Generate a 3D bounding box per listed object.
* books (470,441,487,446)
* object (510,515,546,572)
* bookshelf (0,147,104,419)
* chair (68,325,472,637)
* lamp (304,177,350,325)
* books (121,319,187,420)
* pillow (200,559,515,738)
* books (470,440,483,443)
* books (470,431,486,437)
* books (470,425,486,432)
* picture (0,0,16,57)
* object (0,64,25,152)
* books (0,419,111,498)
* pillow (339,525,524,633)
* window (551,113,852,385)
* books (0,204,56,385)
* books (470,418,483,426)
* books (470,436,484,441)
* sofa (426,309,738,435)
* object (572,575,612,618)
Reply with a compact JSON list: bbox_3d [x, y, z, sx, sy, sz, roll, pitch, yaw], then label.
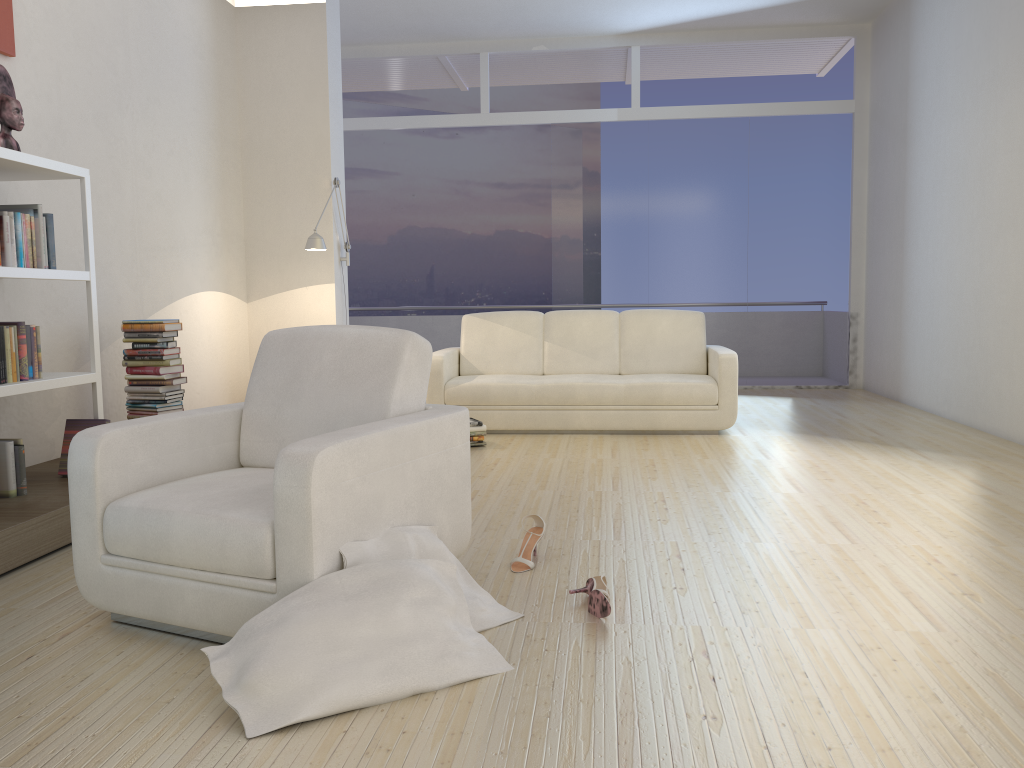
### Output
[{"bbox_3d":[-0.358,0.384,5.796,0.328,0.018,0.247,-3,6,-18],"label":"books"},{"bbox_3d":[0.056,0.565,3.177,0.089,0.149,0.265,1,6,19],"label":"object"},{"bbox_3d":[-2.233,-0.210,3.344,0.465,1.396,1.599,0,5,6],"label":"bookshelf"},{"bbox_3d":[-0.713,0.233,2.835,0.919,0.828,0.941,2,6,26],"label":"chair"},{"bbox_3d":[-1.384,-0.630,6.620,0.204,1.841,0.891,-1,5,2],"label":"lamp"},{"bbox_3d":[-1.952,-0.006,4.889,0.329,0.694,0.270,0,5,6],"label":"books"},{"bbox_3d":[-0.370,0.624,2.188,0.712,0.287,0.299,-4,6,-31],"label":"pillow"},{"bbox_3d":[-0.364,0.366,5.792,0.287,0.018,0.247,-3,6,-20],"label":"books"},{"bbox_3d":[-0.359,0.318,5.790,0.328,0.027,0.247,-3,6,-18],"label":"books"},{"bbox_3d":[-0.360,0.285,5.787,0.319,0.038,0.247,-3,6,-23],"label":"books"},{"bbox_3d":[-2.530,-1.784,2.544,0.030,0.794,3.227,0,5,6],"label":"picture"},{"bbox_3d":[-2.171,-1.160,3.797,0.133,0.409,0.138,-5,7,-37],"label":"object"},{"bbox_3d":[-2.098,0.327,3.594,0.274,0.281,1.125,0,5,13],"label":"books"},{"bbox_3d":[-0.262,0.564,2.453,0.312,0.315,0.615,3,6,33],"label":"pillow"},{"bbox_3d":[1.902,-1.331,9.070,2.988,2.706,0.012,0,5,6],"label":"window"},{"bbox_3d":[-2.128,-0.367,3.502,0.215,0.743,0.831,0,5,6],"label":"books"},{"bbox_3d":[-0.366,0.254,5.782,0.287,0.025,0.247,-3,6,-20],"label":"books"},{"bbox_3d":[-0.340,0.345,5.795,0.287,0.025,0.247,-2,5,-9],"label":"books"},{"bbox_3d":[0.512,-0.116,6.586,2.166,0.862,0.941,0,5,6],"label":"sofa"},{"bbox_3d":[0.239,0.643,2.706,0.121,0.091,0.287,0,5,5],"label":"object"}]
